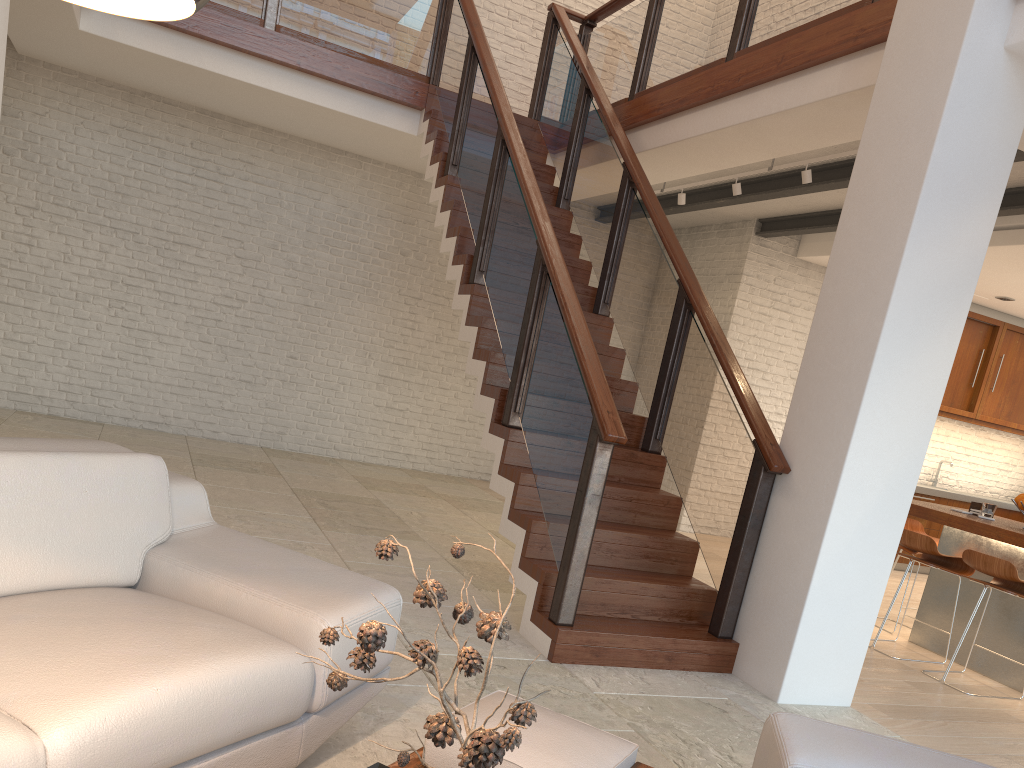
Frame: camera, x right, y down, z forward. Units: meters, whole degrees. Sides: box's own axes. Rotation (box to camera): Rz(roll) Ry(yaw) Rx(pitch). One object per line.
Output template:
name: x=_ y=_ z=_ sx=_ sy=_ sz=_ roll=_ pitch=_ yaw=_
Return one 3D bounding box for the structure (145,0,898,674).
structure: x=1.889 y=-0.562 z=4.525 sx=14.007 sy=4.235 sz=9.849 roll=11 pitch=3 yaw=-24

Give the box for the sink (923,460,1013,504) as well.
sink: x=5.045 y=1.124 z=9.627 sx=0.867 sy=0.439 sz=0.500 roll=10 pitch=5 yaw=-24

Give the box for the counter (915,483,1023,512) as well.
counter: x=5.216 y=1.315 z=8.212 sx=3.370 sy=0.071 sz=3.417 roll=11 pitch=1 yaw=-23

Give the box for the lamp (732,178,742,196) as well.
lamp: x=1.611 y=-1.402 z=6.236 sx=0.087 sy=0.132 sz=0.058 roll=9 pitch=10 yaw=-21

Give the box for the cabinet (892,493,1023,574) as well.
cabinet: x=5.551 y=0.833 z=8.504 sx=4.679 sy=2.898 sz=2.265 roll=14 pitch=7 yaw=30

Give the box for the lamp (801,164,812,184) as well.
lamp: x=1.886 y=-1.333 z=5.572 sx=0.087 sy=0.132 sz=0.058 roll=9 pitch=10 yaw=-21

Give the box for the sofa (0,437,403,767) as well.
sofa: x=-1.347 y=0.563 z=1.871 sx=1.122 sy=0.772 sz=2.329 roll=14 pitch=3 yaw=27

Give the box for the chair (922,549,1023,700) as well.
chair: x=2.716 y=1.359 z=4.979 sx=0.427 sy=0.793 sz=0.390 roll=8 pitch=10 yaw=-23

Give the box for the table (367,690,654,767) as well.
table: x=0.066 y=1.042 z=1.055 sx=1.932 sy=0.438 sz=2.206 roll=13 pitch=1 yaw=28

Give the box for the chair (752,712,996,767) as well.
chair: x=1.144 y=0.963 z=1.819 sx=0.977 sy=1.039 sz=0.999 roll=11 pitch=6 yaw=-7

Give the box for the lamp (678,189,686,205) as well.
lamp: x=1.341 y=-1.469 z=6.880 sx=0.058 sy=0.132 sz=0.086 roll=18 pitch=10 yaw=36

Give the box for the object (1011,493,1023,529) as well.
object: x=3.218 y=0.788 z=5.298 sx=0.358 sy=0.227 sz=0.364 roll=14 pitch=4 yaw=32

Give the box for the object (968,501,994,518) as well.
object: x=3.056 y=0.820 z=5.669 sx=0.095 sy=0.084 sz=0.111 roll=9 pitch=5 yaw=-23

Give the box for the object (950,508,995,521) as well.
object: x=3.016 y=0.837 z=5.614 sx=0.207 sy=0.035 sz=0.278 roll=11 pitch=1 yaw=-23

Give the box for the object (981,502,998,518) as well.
object: x=3.018 y=0.801 z=5.524 sx=0.092 sy=0.086 sz=0.088 roll=9 pitch=6 yaw=-26

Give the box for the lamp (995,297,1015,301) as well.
lamp: x=4.671 y=-0.825 z=8.249 sx=0.125 sy=0.056 sz=0.120 roll=11 pitch=3 yaw=-23

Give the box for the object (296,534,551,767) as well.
object: x=-0.119 y=0.509 z=1.238 sx=0.528 sy=0.621 sz=0.317 roll=17 pitch=10 yaw=37

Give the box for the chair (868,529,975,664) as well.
chair: x=2.517 y=1.310 z=5.459 sx=0.427 sy=0.793 sz=0.390 roll=8 pitch=10 yaw=-23

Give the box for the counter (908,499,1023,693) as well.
counter: x=3.723 y=1.481 z=5.685 sx=2.524 sy=0.941 sz=1.634 roll=11 pitch=3 yaw=-24

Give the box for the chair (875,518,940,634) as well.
chair: x=2.798 y=1.357 z=6.177 sx=0.409 sy=0.793 sz=0.407 roll=8 pitch=10 yaw=-23

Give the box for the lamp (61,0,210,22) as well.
lamp: x=-0.693 y=-0.089 z=0.038 sx=0.317 sy=2.402 sz=2.002 roll=14 pitch=7 yaw=14

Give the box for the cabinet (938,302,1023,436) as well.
cabinet: x=4.919 y=-0.174 z=9.313 sx=3.379 sy=1.195 sz=0.444 roll=11 pitch=9 yaw=-24
